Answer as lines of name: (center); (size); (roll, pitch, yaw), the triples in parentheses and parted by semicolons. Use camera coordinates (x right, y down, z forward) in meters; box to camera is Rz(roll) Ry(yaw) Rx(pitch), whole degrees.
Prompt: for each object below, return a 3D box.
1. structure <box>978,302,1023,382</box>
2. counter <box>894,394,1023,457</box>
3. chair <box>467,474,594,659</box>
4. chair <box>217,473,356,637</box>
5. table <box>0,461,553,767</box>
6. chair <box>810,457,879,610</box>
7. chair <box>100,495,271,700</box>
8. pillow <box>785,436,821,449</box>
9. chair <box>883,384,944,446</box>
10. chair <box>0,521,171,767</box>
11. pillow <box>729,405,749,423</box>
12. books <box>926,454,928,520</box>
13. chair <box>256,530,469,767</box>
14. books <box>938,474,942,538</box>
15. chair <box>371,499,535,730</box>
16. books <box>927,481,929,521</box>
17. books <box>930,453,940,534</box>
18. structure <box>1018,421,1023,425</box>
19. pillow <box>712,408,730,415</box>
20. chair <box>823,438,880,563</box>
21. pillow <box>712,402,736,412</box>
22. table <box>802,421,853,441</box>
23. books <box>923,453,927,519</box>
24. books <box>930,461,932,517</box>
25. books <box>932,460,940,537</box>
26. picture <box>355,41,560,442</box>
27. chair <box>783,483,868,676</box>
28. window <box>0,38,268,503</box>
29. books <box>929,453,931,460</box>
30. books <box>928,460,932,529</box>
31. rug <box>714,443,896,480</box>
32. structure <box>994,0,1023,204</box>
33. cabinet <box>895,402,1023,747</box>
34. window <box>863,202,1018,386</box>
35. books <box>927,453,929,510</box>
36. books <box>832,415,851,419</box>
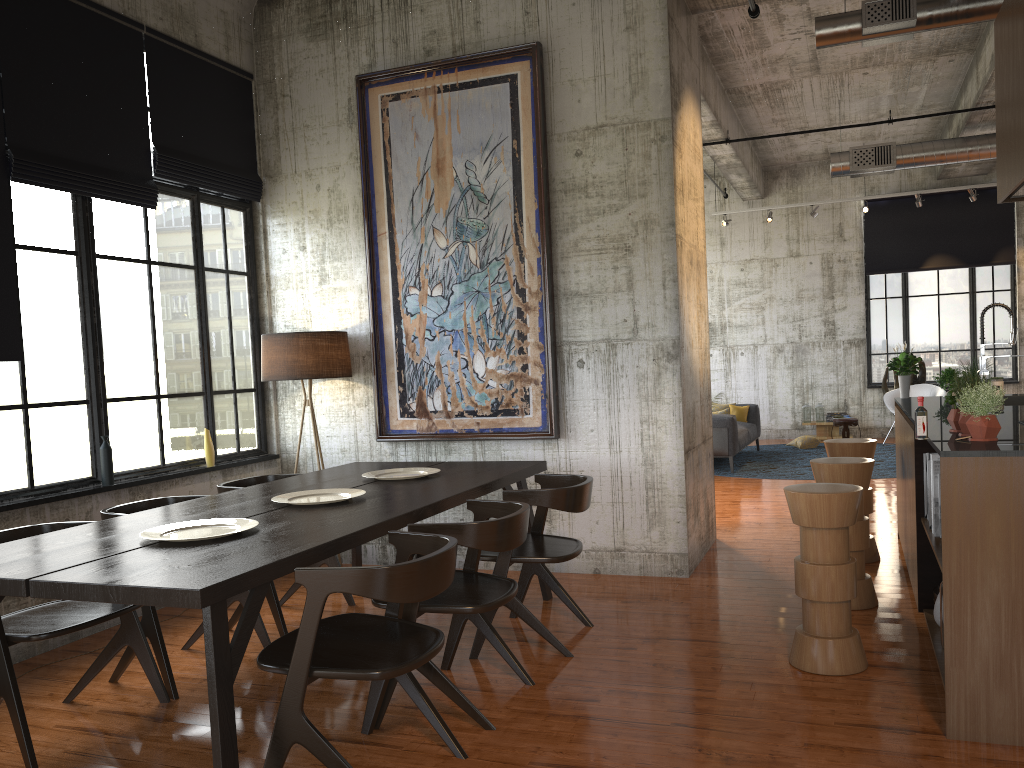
structure: (3.739, -0.249, 6.744); (0.361, 0.751, 0.168); (-2, 3, 21)
counter: (3.193, 0.267, 5.597); (1.245, 0.174, 4.355); (-2, 1, 21)
chair: (0.133, 1.100, 5.510); (0.769, 0.995, 0.877); (-2, 2, 17)
chair: (-1.608, 1.168, 6.220); (0.770, 0.995, 0.877); (-2, 3, 21)
table: (-1.133, 1.164, 5.072); (1.639, 1.007, 3.696); (-2, 2, 21)
chair: (2.238, 0.993, 5.975); (0.409, 0.964, 0.410); (-3, 3, 0)
chair: (-1.964, 1.207, 5.270); (0.770, 0.995, 0.877); (-2, 3, 22)
pillow: (5.143, 1.028, 15.553); (0.503, 0.248, 0.480); (-3, 2, -13)
chair: (6.853, 0.530, 15.118); (0.805, 1.032, 1.057); (-4, 3, -30)
chair: (-2.285, 1.242, 4.430); (0.770, 0.995, 0.877); (-2, 3, 20)
pillow: (3.845, 0.505, 15.033); (0.434, 0.319, 0.168); (-3, 3, -4)
books: (2.628, 0.615, 5.287); (0.284, 0.392, 0.036); (-2, 3, 21)
chair: (-0.606, 1.177, 3.699); (0.770, 0.995, 0.877); (-2, 3, 22)
books: (2.439, 0.658, 4.781); (0.246, 0.348, 0.085); (-2, 3, 21)
chair: (-0.284, 1.142, 4.539); (0.770, 0.995, 0.877); (-2, 3, 20)
books: (2.618, 0.612, 5.251); (0.284, 0.401, 0.036); (-2, 3, 21)
books: (2.473, 0.606, 4.893); (0.284, 0.444, 0.059); (-2, 3, 21)
structure: (2.939, 0.212, 4.306); (0.678, 0.019, 1.095); (-2, 1, 21)
pillow: (3.057, 0.566, 13.204); (0.537, 0.447, 0.260); (-2, 3, 28)
chair: (2.764, 0.940, 7.211); (0.409, 0.964, 0.410); (-3, 3, 0)
pillow: (3.549, 0.497, 15.178); (0.537, 0.447, 0.260); (-2, 3, 28)
table: (5.926, 0.883, 16.639); (0.875, 0.359, 0.474); (-2, 2, 21)
books: (2.632, 0.612, 5.326); (0.284, 0.397, 0.036); (-2, 3, 21)
books: (2.507, 0.628, 4.971); (0.284, 0.392, 0.036); (-2, 3, 21)
books: (2.452, 0.623, 4.817); (0.294, 0.415, 0.101); (-2, 3, 21)
picture: (-0.468, -1.085, 7.302); (1.656, 3.125, 0.141); (-2, 3, 21)
chair: (1.708, 1.045, 4.829); (0.409, 0.964, 0.410); (-3, 3, 0)
window: (-2.992, -0.953, 6.275); (0.050, 3.441, 3.805); (-2, 2, 21)
books: (2.536, 0.607, 5.048); (0.284, 0.429, 0.049); (-2, 3, 21)
books: (2.511, 0.625, 5.011); (0.284, 0.397, 0.036); (-2, 3, 21)
rug: (4.875, 1.172, 13.934); (4.842, 0.009, 4.843); (-3, 1, -23)
structure: (2.798, -1.585, 4.217); (0.663, 1.127, 1.626); (-2, 2, 21)
cabinet: (3.220, 0.827, 5.629); (1.245, 1.245, 4.353); (-2, 2, 21)
window: (7.811, -1.674, 16.233); (2.580, 3.441, 0.050); (-2, 3, 21)
books: (2.586, 0.608, 5.168); (0.294, 0.415, 0.101); (-2, 3, 21)
books: (5.867, 0.591, 15.687); (0.300, 0.043, 0.228); (-3, 1, -5)
